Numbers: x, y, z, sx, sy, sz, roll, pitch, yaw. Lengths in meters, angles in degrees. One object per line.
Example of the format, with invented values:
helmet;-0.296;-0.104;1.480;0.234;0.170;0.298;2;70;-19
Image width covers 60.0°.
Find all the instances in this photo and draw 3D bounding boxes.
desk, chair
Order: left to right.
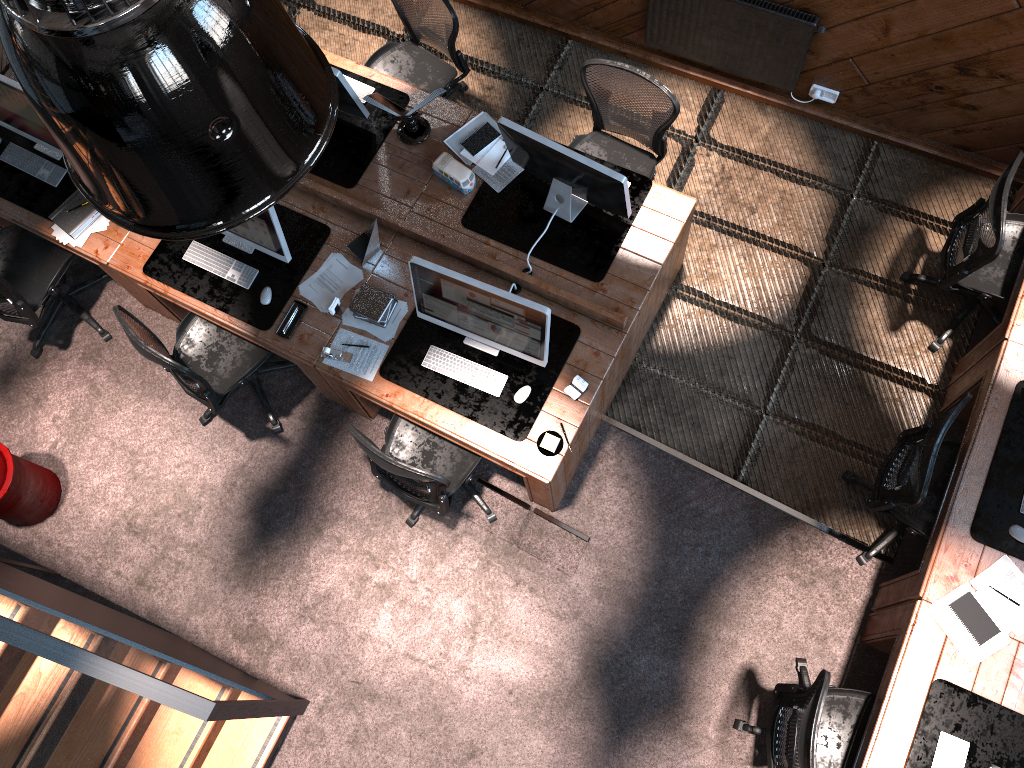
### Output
chair;-2.908;-0.698;5.183;0.770;1.085;0.792;3;71;6
chair;-1.654;-0.233;4.914;0.770;1.085;0.792;22;74;12
desk;-1.201;-1.004;5.277;4.117;0.840;1.748;25;75;13
chair;-0.599;-1.892;5.408;0.770;1.085;0.792;22;74;12
chair;-0.435;0.295;4.625;0.770;1.085;0.792;12;72;9
chair;0.586;-1.251;5.082;0.770;1.085;0.792;12;72;9
chair;1.486;1.613;3.999;0.792;1.085;0.770;-7;70;2
chair;2.144;0.498;4.336;0.792;1.085;0.770;12;72;9
chair;2.652;-0.704;4.715;0.792;1.085;0.770;3;71;6
desk;2.933;0.811;4.289;1.748;0.840;4.117;23;74;12

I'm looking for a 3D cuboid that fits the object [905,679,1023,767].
object;1.971;1.766;3.681;0.687;0.008;0.848;23;74;12

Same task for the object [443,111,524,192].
object;-0.123;-1.297;4.920;0.304;0.017;0.467;-41;72;-9

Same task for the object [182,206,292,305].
object;-1.493;-0.815;4.592;0.654;0.576;0.735;-17;70;-1

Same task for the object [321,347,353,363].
object;-0.908;-0.158;4.571;0.159;0.064;0.054;11;72;9

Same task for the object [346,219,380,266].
object;-0.790;-0.763;4.637;0.178;0.320;0.165;32;76;15

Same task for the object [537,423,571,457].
object;0.197;0.282;4.341;0.154;0.026;0.158;-18;70;-2

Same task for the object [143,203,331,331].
object;-1.507;-0.732;4.853;0.848;0.008;0.687;25;74;13

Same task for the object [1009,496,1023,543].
object;2.429;0.468;4.080;0.139;0.040;0.577;22;74;12

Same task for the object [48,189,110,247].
object;-2.434;-0.941;4.973;0.363;0.065;0.325;-39;72;-9

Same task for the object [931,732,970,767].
object;1.767;1.748;3.686;0.139;0.040;0.577;24;74;12

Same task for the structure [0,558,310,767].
structure;-4.003;0.419;3.693;5.793;4.603;10.620;23;74;12

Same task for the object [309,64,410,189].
object;-1.105;-1.537;5.102;0.848;0.008;0.687;25;74;13

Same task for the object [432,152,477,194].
object;-0.313;-1.155;4.856;0.253;0.146;0.128;37;77;16

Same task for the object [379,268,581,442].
object;-0.165;-0.168;4.541;0.848;0.008;0.687;25;74;13

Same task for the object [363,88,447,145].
object;-0.570;-1.501;4.841;0.417;0.380;0.304;-3;70;4

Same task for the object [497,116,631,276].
object;0.300;-1.074;4.533;0.663;0.578;0.811;-10;70;1

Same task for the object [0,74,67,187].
object;-2.739;-1.467;4.930;0.692;0.581;0.586;-17;70;-1

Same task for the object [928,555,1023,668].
object;2.124;0.999;3.929;0.467;0.017;0.304;-31;71;-6

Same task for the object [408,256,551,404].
object;-0.135;-0.356;4.314;0.714;0.573;0.610;22;74;12

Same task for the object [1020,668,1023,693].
object;2.368;1.291;3.782;0.363;0.065;0.325;38;78;16

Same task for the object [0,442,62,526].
object;-2.867;0.551;4.930;0.414;0.707;0.414;-19;70;-2

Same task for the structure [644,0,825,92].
structure;1.309;-2.114;5.361;1.064;0.628;0.073;23;74;12

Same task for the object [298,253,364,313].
object;-0.968;-0.544;4.743;0.246;0.002;0.315;39;78;16

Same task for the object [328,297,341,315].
object;-0.927;-0.404;4.641;0.034;0.102;0.076;24;74;12

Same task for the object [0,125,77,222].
object;-2.721;-1.338;5.169;0.848;0.008;0.687;25;74;13

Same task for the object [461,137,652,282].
object;0.241;-0.981;4.793;0.848;0.008;0.687;25;74;13

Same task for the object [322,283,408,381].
object;-0.771;-0.289;4.586;0.319;0.098;0.478;21;74;12

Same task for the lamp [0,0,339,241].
lamp;-0.599;-0.826;0.318;0.445;2.372;0.445;-41;72;-10

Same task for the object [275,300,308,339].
object;-1.162;-0.341;4.675;0.089;0.031;0.215;23;74;12

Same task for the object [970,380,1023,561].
object;2.570;0.465;4.087;0.687;0.008;0.848;23;74;12

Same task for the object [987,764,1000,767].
object;2.047;1.780;3.516;0.323;0.283;0.390;26;75;13

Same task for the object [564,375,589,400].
object;0.317;0.021;4.404;0.082;0.063;0.106;40;78;16

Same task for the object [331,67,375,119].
object;-1.123;-1.711;4.877;0.642;0.578;0.772;-18;70;-2
